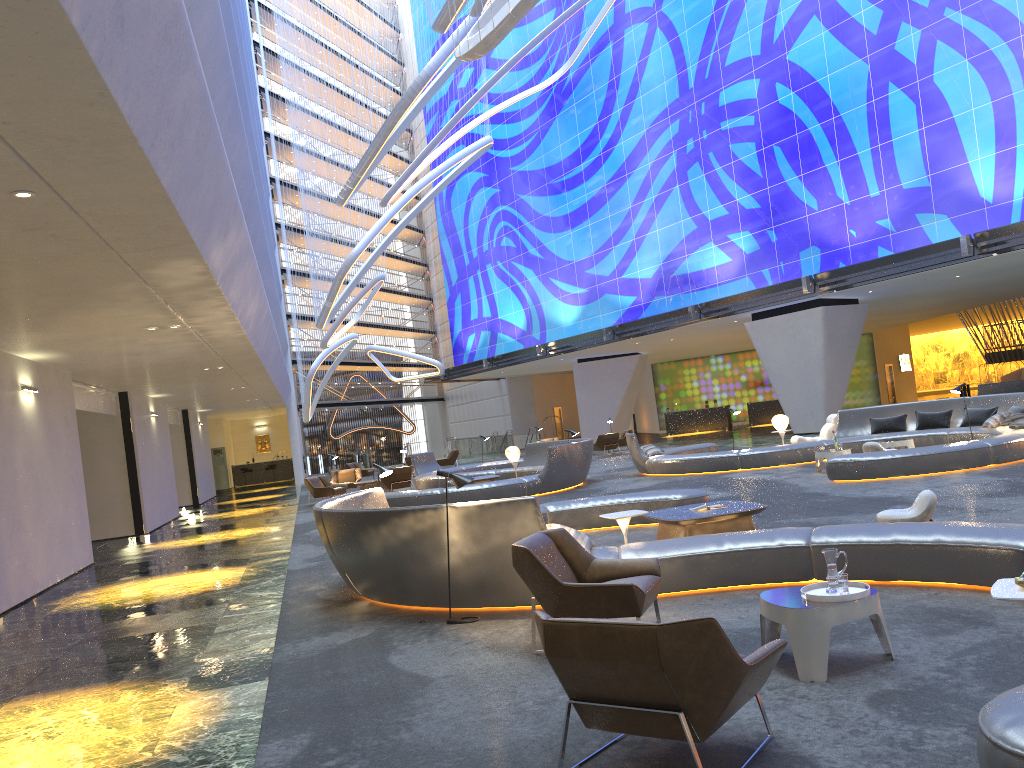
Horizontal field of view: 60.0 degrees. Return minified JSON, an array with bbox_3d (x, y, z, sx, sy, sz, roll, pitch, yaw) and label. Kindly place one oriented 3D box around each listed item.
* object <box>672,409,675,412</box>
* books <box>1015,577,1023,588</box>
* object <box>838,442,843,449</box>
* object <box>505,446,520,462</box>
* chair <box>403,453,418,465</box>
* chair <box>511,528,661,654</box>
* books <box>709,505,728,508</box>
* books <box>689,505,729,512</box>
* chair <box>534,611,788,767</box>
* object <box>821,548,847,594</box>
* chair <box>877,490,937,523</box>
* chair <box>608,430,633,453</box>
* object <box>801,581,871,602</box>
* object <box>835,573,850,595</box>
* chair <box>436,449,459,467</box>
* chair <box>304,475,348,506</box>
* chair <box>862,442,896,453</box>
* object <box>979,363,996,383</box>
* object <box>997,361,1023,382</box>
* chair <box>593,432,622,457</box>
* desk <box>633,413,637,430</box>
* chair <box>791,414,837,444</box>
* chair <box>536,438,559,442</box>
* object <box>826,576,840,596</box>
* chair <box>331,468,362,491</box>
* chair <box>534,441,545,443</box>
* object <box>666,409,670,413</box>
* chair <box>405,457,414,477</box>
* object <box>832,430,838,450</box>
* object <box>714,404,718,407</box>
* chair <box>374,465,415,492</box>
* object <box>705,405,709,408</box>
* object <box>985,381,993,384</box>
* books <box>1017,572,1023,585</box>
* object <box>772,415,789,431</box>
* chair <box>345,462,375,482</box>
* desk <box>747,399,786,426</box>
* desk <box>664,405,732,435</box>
[{"bbox_3d":[7.711,1.275,42.435,0.108,0.108,0.111,-8,-1,21],"label":"object"},{"bbox_3d":[2.352,0.891,3.960,0.129,0.030,0.182,-7,-2,9],"label":"books"},{"bbox_3d":[5.859,1.108,15.839,0.071,0.118,0.151,-7,-2,-3],"label":"object"},{"bbox_3d":[0.018,1.726,21.874,0.366,0.387,0.318,-7,-1,-6],"label":"object"},{"bbox_3d":[-3.779,3.170,35.415,0.930,0.766,0.938,-7,-2,14],"label":"chair"},{"bbox_3d":[0.562,1.457,6.397,0.940,0.766,0.928,-8,-2,20],"label":"chair"},{"bbox_3d":[2.283,1.358,9.835,0.133,0.012,0.189,-6,-3,-23],"label":"books"},{"bbox_3d":[2.183,1.365,9.852,0.395,0.039,0.301,-7,-2,1],"label":"books"},{"bbox_3d":[0.671,1.348,4.045,0.931,0.766,0.937,-8,-2,36],"label":"chair"},{"bbox_3d":[1.886,1.092,5.187,0.130,0.252,0.103,-7,-1,-30],"label":"object"},{"bbox_3d":[3.792,1.277,8.446,0.587,0.501,0.490,-8,-1,21],"label":"chair"},{"bbox_3d":[3.949,2.103,32.497,0.938,0.766,0.930,-7,-2,-5],"label":"chair"},{"bbox_3d":[1.874,1.202,5.140,0.380,0.038,0.382,-6,-2,-21],"label":"object"},{"bbox_3d":[1.900,1.153,5.090,0.071,0.118,0.071,-8,-1,44],"label":"object"},{"bbox_3d":[-2.513,2.968,34.264,0.938,0.766,0.931,-7,-2,-11],"label":"chair"},{"bbox_3d":[-5.020,2.854,23.918,0.940,0.766,0.928,-8,-2,20],"label":"chair"},{"bbox_3d":[6.813,1.212,15.953,0.587,0.501,1.781,-8,-2,41],"label":"chair"},{"bbox_3d":[22.624,-0.252,42.114,0.477,1.664,1.203,-7,-1,42],"label":"object"},{"bbox_3d":[23.671,-0.386,41.969,1.205,1.664,0.476,-7,-1,-3],"label":"object"},{"bbox_3d":[3.266,2.122,30.922,0.928,0.766,0.941,-6,-2,-30],"label":"chair"},{"bbox_3d":[7.484,2.549,58.170,2.982,1.097,0.812,-8,-1,25],"label":"desk"},{"bbox_3d":[6.971,1.171,20.147,1.157,0.882,0.729,-7,-1,6],"label":"chair"},{"bbox_3d":[1.417,2.463,33.706,0.929,0.766,0.940,-7,-2,-7],"label":"chair"},{"bbox_3d":[1.832,1.160,5.048,0.071,0.118,0.071,-6,-1,-31],"label":"object"},{"bbox_3d":[-4.935,2.947,26.453,0.929,0.766,0.940,-7,-2,-7],"label":"chair"},{"bbox_3d":[1.332,2.370,31.171,0.940,0.766,0.928,-8,-2,20],"label":"chair"},{"bbox_3d":[7.482,1.287,42.526,0.149,0.149,0.149,-8,-1,21],"label":"object"},{"bbox_3d":[-3.362,3.000,32.495,0.931,0.766,0.937,-8,-2,38],"label":"chair"},{"bbox_3d":[5.745,0.997,15.724,0.077,0.355,0.066,-7,-1,44],"label":"object"},{"bbox_3d":[9.577,0.995,41.636,0.150,0.145,0.150,-8,-1,20],"label":"object"},{"bbox_3d":[-3.085,2.607,23.669,0.928,0.766,0.941,-6,-2,-30],"label":"chair"},{"bbox_3d":[9.194,1.048,41.768,0.150,0.145,0.150,-8,-1,20],"label":"object"},{"bbox_3d":[15.607,0.101,28.965,0.318,0.387,0.367,-7,-1,-6],"label":"object"},{"bbox_3d":[2.345,0.865,3.959,0.134,0.022,0.188,-9,-3,38],"label":"books"},{"bbox_3d":[6.302,0.911,20.807,0.366,0.387,0.319,-6,-1,-31],"label":"object"},{"bbox_3d":[-5.722,3.325,33.377,0.939,0.766,0.929,-7,-2,11],"label":"chair"},{"bbox_3d":[12.683,1.241,41.688,2.982,1.097,0.813,-8,-1,23],"label":"desk"},{"bbox_3d":[8.865,1.731,42.215,2.982,1.097,0.812,-8,-1,25],"label":"desk"}]
